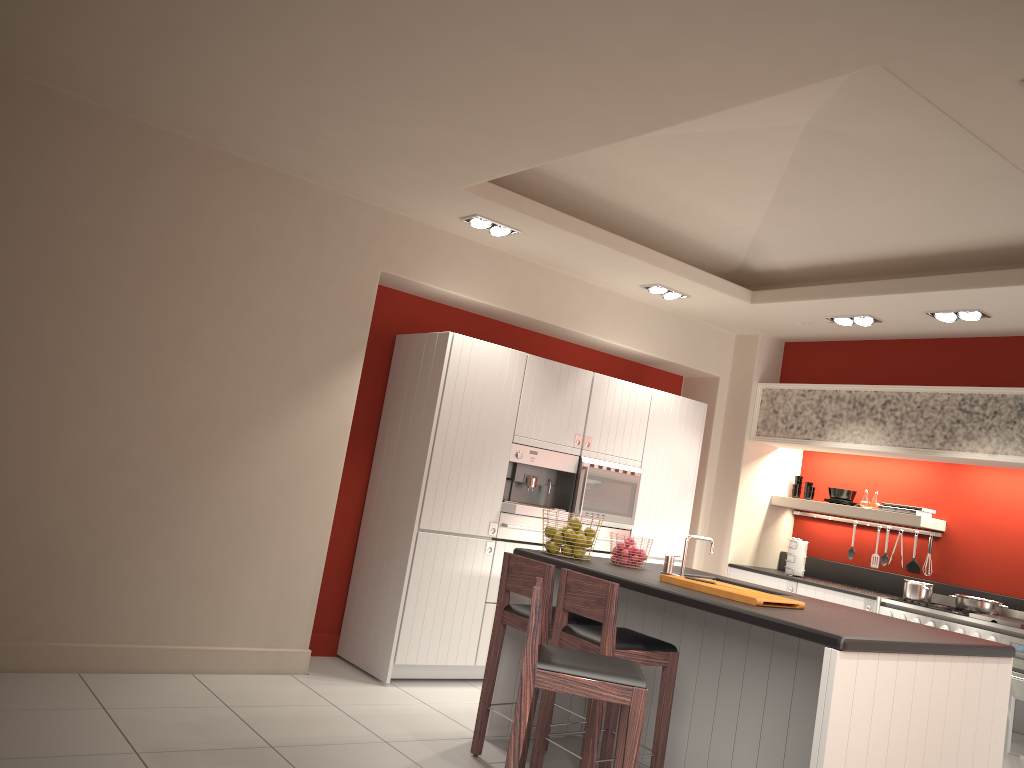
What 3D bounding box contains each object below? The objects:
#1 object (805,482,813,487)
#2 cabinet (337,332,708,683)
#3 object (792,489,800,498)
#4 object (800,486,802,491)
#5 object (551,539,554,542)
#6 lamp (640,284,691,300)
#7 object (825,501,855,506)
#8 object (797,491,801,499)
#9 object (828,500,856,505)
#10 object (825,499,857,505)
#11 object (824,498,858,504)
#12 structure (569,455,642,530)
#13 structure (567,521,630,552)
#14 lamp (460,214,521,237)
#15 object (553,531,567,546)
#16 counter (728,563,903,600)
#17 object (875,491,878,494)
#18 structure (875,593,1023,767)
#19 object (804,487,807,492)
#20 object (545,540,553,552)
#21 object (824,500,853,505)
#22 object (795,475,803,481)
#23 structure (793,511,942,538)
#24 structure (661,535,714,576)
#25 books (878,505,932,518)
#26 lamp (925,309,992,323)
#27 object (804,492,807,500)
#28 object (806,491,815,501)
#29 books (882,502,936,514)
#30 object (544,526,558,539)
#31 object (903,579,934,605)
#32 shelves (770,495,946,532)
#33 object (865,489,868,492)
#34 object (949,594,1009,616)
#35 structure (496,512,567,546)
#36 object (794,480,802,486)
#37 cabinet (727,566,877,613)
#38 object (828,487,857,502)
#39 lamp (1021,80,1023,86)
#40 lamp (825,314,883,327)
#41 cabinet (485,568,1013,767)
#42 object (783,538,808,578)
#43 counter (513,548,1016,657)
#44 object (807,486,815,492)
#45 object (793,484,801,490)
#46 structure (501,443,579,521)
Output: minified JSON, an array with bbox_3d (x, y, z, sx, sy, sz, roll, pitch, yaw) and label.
[{"bbox_3d":[2.613,0.903,7.807,0.070,0.076,0.070,7,-7,25],"label":"object"},{"bbox_3d":[0.204,1.009,6.669,2.556,2.251,0.717,14,-8,-36],"label":"cabinet"},{"bbox_3d":[2.467,0.958,7.717,0.070,0.076,0.070,7,-7,25],"label":"object"},{"bbox_3d":[2.539,0.944,7.891,0.070,0.076,0.070,7,-7,25],"label":"object"},{"bbox_3d":[0.253,0.859,4.982,0.076,0.077,0.076,8,-7,18],"label":"object"},{"bbox_3d":[1.171,-0.710,6.776,0.361,0.084,0.199,14,-8,-36],"label":"lamp"},{"bbox_3d":[2.778,1.019,7.498,0.280,0.016,0.280,14,-8,-37],"label":"object"},{"bbox_3d":[2.532,0.987,7.887,0.070,0.076,0.070,7,-7,25],"label":"object"},{"bbox_3d":[2.780,1.009,7.500,0.280,0.016,0.280,14,-8,-37],"label":"object"},{"bbox_3d":[2.781,1.004,7.500,0.280,0.016,0.280,14,-8,-37],"label":"object"},{"bbox_3d":[2.782,0.998,7.501,0.280,0.016,0.280,14,-8,-37],"label":"object"},{"bbox_3d":[0.649,0.816,6.668,0.610,0.473,0.332,14,-8,-36],"label":"structure"},{"bbox_3d":[0.645,1.144,6.569,0.617,0.177,0.129,14,-8,-36],"label":"structure"},{"bbox_3d":[-0.137,-1.050,5.802,0.361,0.103,0.199,14,-8,-36],"label":"lamp"},{"bbox_3d":[0.265,0.851,4.884,0.076,0.077,0.076,8,-7,18],"label":"object"},{"bbox_3d":[2.499,1.601,7.125,0.699,0.026,1.360,14,-7,-36],"label":"counter"},{"bbox_3d":[2.995,0.895,7.281,0.026,0.032,0.023,5,-8,36],"label":"object"},{"bbox_3d":[3.178,2.057,5.981,0.777,1.086,1.322,14,-8,-36],"label":"structure"},{"bbox_3d":[2.605,0.946,7.802,0.070,0.076,0.070,7,-7,25],"label":"object"},{"bbox_3d":[0.215,0.900,4.920,0.068,0.068,0.068,13,-7,-25],"label":"object"},{"bbox_3d":[2.779,1.014,7.499,0.280,0.016,0.280,14,-8,-37],"label":"object"},{"bbox_3d":[2.554,0.858,7.901,0.070,0.076,0.070,7,-7,25],"label":"object"},{"bbox_3d":[2.951,1.169,7.452,0.054,0.034,1.355,14,-8,-36],"label":"structure"},{"bbox_3d":[0.964,0.951,4.880,0.224,0.249,0.183,14,-8,-36],"label":"structure"},{"bbox_3d":[3.095,1.005,6.989,0.207,0.042,0.331,13,-7,-31],"label":"books"},{"bbox_3d":[3.022,-0.485,6.011,0.199,0.104,0.361,14,-8,-36],"label":"lamp"},{"bbox_3d":[2.598,0.989,7.797,0.070,0.076,0.070,7,-7,25],"label":"object"},{"bbox_3d":[2.573,0.970,7.656,0.070,0.076,0.070,7,-7,25],"label":"object"},{"bbox_3d":[3.127,0.976,6.992,0.207,0.026,0.332,14,-7,-35],"label":"books"},{"bbox_3d":[0.217,0.826,4.933,0.076,0.068,0.077,15,-8,-42],"label":"object"},{"bbox_3d":[2.903,1.491,6.347,0.201,0.148,0.201,16,-8,-43],"label":"object"},{"bbox_3d":[2.832,1.066,7.373,0.376,0.083,1.379,14,-8,-36],"label":"shelves"},{"bbox_3d":[2.907,0.877,7.270,0.023,0.031,0.024,9,-6,6],"label":"object"},{"bbox_3d":[3.318,1.578,6.313,0.309,0.105,0.309,11,-6,-8],"label":"object"},{"bbox_3d":[0.149,1.019,6.200,0.617,0.177,0.129,14,-8,-36],"label":"structure"},{"bbox_3d":[2.546,0.901,7.896,0.070,0.076,0.070,7,-7,25],"label":"object"},{"bbox_3d":[2.413,2.102,7.071,0.686,0.994,1.361,14,-8,-36],"label":"cabinet"},{"bbox_3d":[2.791,0.948,7.507,0.232,0.108,0.232,9,-6,5],"label":"object"},{"bbox_3d":[1.922,-1.000,3.023,0.361,0.085,0.199,14,-8,-36],"label":"lamp"},{"bbox_3d":[2.557,-0.496,6.638,0.199,0.109,0.361,14,-8,-36],"label":"lamp"},{"bbox_3d":[1.072,1.604,4.451,1.422,1.011,2.034,14,-8,-36],"label":"cabinet"},{"bbox_3d":[2.322,1.416,7.248,0.168,0.304,0.163,11,-6,-7],"label":"object"},{"bbox_3d":[1.166,1.082,4.505,1.414,0.050,2.054,14,-7,-36],"label":"counter"},{"bbox_3d":[2.580,0.926,7.661,0.070,0.076,0.070,7,-7,25],"label":"object"},{"bbox_3d":[2.474,0.915,7.722,0.070,0.076,0.070,7,-7,25],"label":"object"},{"bbox_3d":[0.112,0.694,6.363,0.623,0.470,0.453,14,-8,-36],"label":"structure"}]
